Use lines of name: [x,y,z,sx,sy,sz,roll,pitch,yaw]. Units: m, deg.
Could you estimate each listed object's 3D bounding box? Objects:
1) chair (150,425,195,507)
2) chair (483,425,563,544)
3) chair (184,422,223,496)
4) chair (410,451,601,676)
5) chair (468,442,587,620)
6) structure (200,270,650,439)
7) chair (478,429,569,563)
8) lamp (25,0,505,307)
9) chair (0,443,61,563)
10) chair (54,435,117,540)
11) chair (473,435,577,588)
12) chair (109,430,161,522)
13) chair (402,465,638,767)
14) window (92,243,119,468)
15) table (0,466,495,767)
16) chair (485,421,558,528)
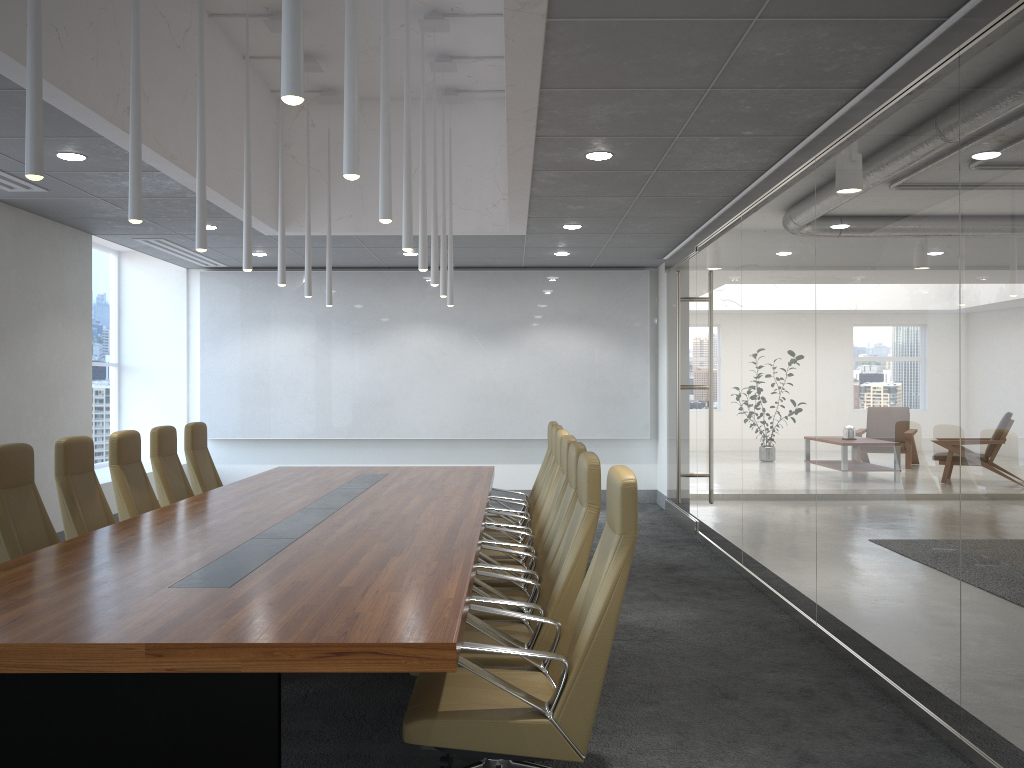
chair: [-2.632,1.070,7.820,0.955,1.406,0.711,0,0,0]
chair: [-0.029,1.067,7.829,0.955,1.406,0.711,0,0,0]
chair: [-2.632,1.072,8.617,0.955,1.406,0.711,0,0,0]
chair: [-0.029,1.061,4.629,0.955,1.406,0.711,0,0,0]
chair: [-0.029,1.063,5.425,0.955,1.406,0.711,0,0,0]
structure: [-1.283,-0.440,6.226,6.600,2.466,13.989,0,0,0]
chair: [-0.029,1.065,7.020,0.955,1.406,0.711,0,0,0]
lamp: [-1.340,-2.040,6.224,2.619,2.378,7.258,0,0,0]
chair: [-2.632,1.066,5.425,0.955,1.406,0.711,0,0,0]
chair: [-2.632,1.068,6.230,0.955,1.406,0.711,0,0,0]
chair: [-0.029,1.064,6.225,0.955,1.406,0.711,0,0,0]
chair: [-2.632,1.069,7.044,0.955,1.406,0.711,0,0,0]
chair: [0.039,1.060,3.815,0.955,1.406,0.711,0,0,0]
window: [-1.620,-0.586,17.051,24.175,20.155,35.932,0,0,0]
table: [-1.336,1.321,6.219,2.300,0.895,6.500,0,0,0]
chair: [-0.029,1.068,8.629,0.955,1.406,0.711,0,0,0]
